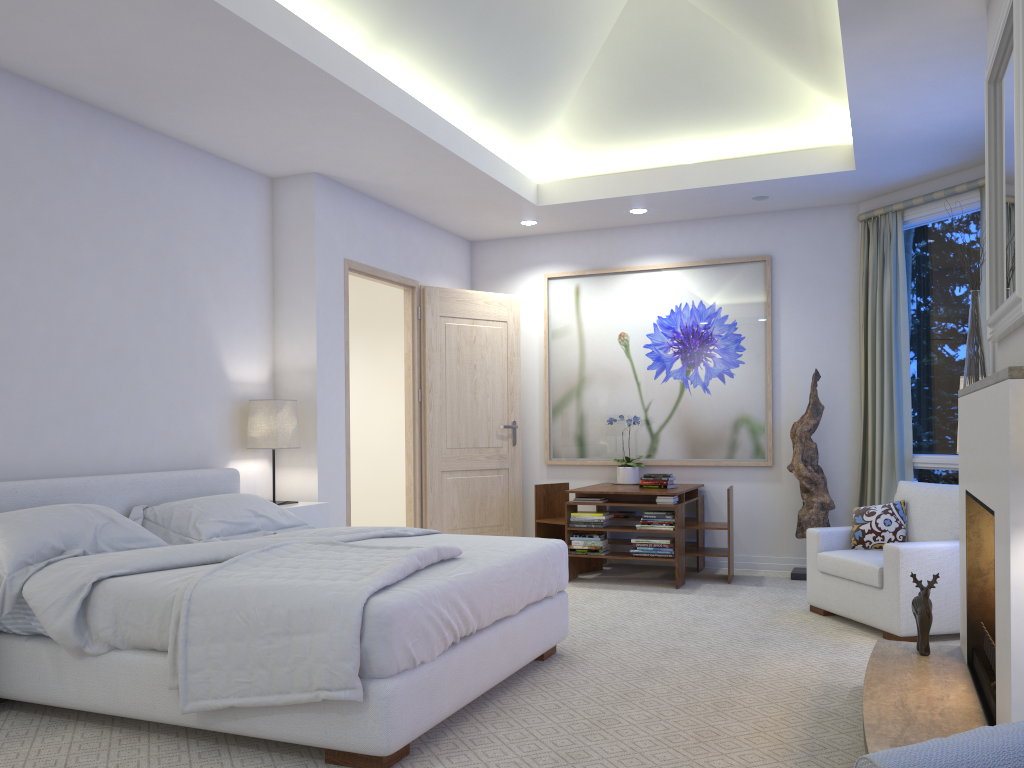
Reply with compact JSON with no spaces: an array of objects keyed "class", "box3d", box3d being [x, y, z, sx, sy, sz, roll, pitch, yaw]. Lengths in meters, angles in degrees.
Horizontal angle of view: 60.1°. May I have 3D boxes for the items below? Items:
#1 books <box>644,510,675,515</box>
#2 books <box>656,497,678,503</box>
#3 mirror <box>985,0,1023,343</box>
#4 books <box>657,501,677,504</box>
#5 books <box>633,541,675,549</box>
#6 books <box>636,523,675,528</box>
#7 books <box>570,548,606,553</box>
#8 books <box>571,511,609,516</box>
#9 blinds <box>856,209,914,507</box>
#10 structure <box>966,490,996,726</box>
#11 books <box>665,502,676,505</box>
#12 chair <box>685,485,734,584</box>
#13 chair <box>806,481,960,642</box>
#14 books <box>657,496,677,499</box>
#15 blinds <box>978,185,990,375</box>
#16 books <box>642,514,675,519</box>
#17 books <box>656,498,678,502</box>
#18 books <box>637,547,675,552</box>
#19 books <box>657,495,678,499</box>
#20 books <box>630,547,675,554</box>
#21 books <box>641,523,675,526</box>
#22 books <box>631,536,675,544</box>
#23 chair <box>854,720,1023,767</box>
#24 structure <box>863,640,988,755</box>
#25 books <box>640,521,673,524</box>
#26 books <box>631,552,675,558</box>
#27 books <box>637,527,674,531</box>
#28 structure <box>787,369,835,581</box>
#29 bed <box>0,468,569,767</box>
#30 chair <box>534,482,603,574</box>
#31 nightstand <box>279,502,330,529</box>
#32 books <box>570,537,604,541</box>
[{"class":"books","box3d":[0.942,0.822,5.656,0.177,0.017,0.113,-2,-3,23]},{"class":"books","box3d":[0.986,0.735,5.624,0.111,0.022,0.153,-2,-3,23]},{"class":"mirror","box3d":[1.466,-0.628,2.631,0.039,0.940,0.840,-1,-1,23]},{"class":"books","box3d":[0.985,0.752,5.620,0.101,0.012,0.140,-2,-3,23]},{"class":"books","box3d":[0.919,1.024,5.670,0.257,0.033,0.156,-2,-3,23]},{"class":"books","box3d":[0.937,0.903,5.667,0.249,0.015,0.180,-2,-3,23]},{"class":"books","box3d":[0.507,1.084,5.817,0.217,0.021,0.157,-2,-3,23]},{"class":"books","box3d":[0.516,0.854,5.830,0.217,0.019,0.157,-2,-3,23]},{"class":"blinds","box3d":[2.290,0.087,5.691,0.294,2.374,0.642,-1,0,-26]},{"class":"structure","box3d":[1.624,0.645,2.574,0.476,0.615,0.875,-1,-2,23]},{"class":"books","box3d":[0.985,0.752,5.619,0.103,0.013,0.143,-2,-3,23]},{"class":"chair","box3d":[1.289,0.990,5.894,0.340,0.610,0.340,-1,-1,18]},{"class":"chair","box3d":[2.003,0.863,4.503,0.687,0.706,0.807,0,-2,-12]},{"class":"books","box3d":[0.987,0.716,5.618,0.100,0.012,0.140,-2,-3,23]},{"class":"blinds","box3d":[2.665,0.044,4.885,0.269,2.371,0.524,-1,0,-24]},{"class":"books","box3d":[0.949,0.842,5.655,0.205,0.026,0.124,-2,-3,28]},{"class":"books","box3d":[0.986,0.735,5.625,0.108,0.020,0.151,-2,-3,23]},{"class":"books","box3d":[0.938,1.046,5.654,0.234,0.018,0.169,-2,-3,28]},{"class":"books","box3d":[0.987,0.716,5.618,0.103,0.013,0.143,-2,-3,23]},{"class":"books","box3d":[0.916,1.062,5.665,0.284,0.018,0.181,-2,-3,23]},{"class":"books","box3d":[0.943,0.891,5.650,0.205,0.011,0.148,-2,-3,23]},{"class":"books","box3d":[0.908,0.999,5.674,0.249,0.022,0.180,-2,-3,23]},{"class":"chair","box3d":[0.541,0.702,1.109,0.806,0.704,0.688,0,-2,-22]},{"class":"structure","box3d":[1.260,1.045,2.729,0.329,0.172,1.456,-2,-3,23]},{"class":"books","box3d":[0.938,0.878,5.654,0.209,0.015,0.146,-2,-3,23]},{"class":"books","box3d":[0.925,1.085,5.676,0.276,0.032,0.192,-2,-3,23]},{"class":"books","box3d":[0.939,0.917,5.660,0.239,0.017,0.173,-2,-3,28]},{"class":"structure","box3d":[1.984,0.592,5.880,0.305,1.394,0.264,-1,0,23]},{"class":"bed","box3d":[-0.952,0.794,3.682,2.020,0.814,1.970,-2,-3,22]},{"class":"chair","box3d":[0.402,1.019,6.291,0.340,0.610,0.340,0,-1,-42]},{"class":"nightstand","box3d":[-1.708,0.921,3.926,0.400,0.599,2.552,-1,-3,23]},{"class":"books","box3d":[0.498,1.011,5.815,0.205,0.019,0.119,-2,-3,23]}]
